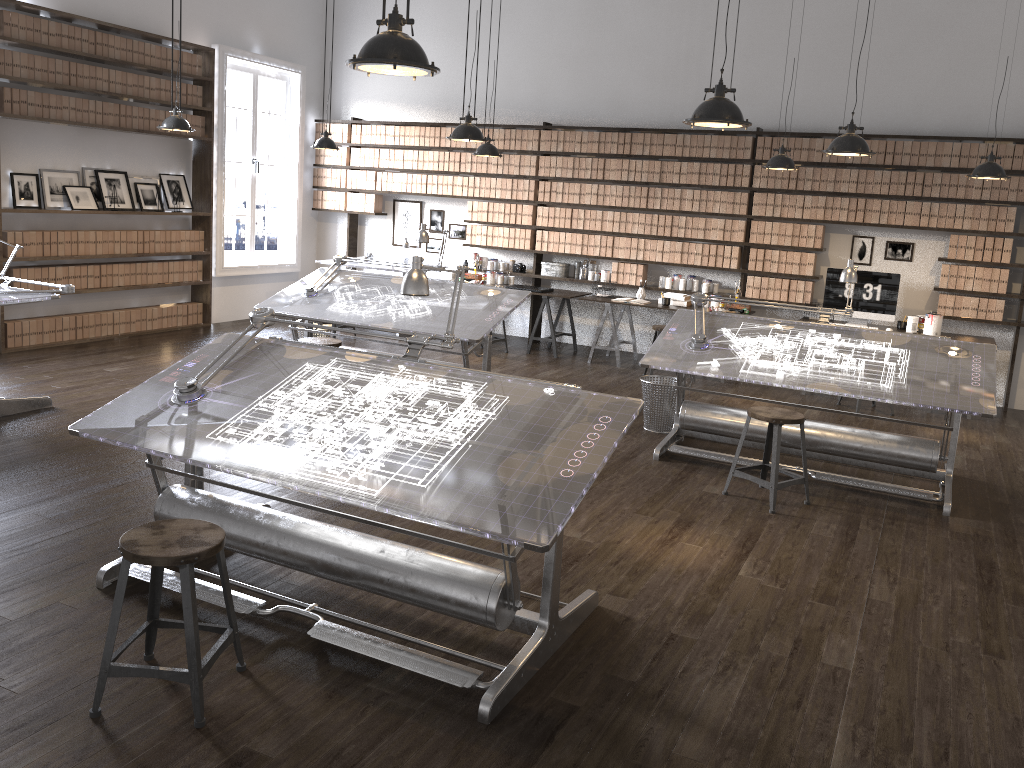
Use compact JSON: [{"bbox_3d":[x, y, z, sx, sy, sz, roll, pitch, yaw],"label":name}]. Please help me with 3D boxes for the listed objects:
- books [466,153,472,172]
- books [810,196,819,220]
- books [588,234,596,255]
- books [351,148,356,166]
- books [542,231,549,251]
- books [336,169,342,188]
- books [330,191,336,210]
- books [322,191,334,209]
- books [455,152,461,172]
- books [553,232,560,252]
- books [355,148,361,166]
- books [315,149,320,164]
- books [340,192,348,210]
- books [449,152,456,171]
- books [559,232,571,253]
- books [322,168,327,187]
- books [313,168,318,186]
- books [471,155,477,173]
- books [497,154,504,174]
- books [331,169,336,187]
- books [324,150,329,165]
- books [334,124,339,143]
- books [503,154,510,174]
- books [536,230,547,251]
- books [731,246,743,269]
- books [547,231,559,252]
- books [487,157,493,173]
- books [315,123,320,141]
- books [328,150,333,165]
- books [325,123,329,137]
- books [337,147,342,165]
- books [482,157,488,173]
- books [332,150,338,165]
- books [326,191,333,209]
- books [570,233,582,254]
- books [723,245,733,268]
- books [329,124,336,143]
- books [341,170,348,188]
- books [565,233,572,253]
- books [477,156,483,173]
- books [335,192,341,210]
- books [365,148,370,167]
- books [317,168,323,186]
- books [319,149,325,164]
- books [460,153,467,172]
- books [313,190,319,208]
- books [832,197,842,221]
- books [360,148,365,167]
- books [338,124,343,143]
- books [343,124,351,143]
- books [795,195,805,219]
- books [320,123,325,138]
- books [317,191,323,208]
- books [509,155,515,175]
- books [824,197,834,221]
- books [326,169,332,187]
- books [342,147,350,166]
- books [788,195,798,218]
[{"bbox_3d":[-0.462,-2.556,10.252,0.067,0.224,0.175,8,11,25],"label":"books"},{"bbox_3d":[2.969,-1.723,8.666,0.067,0.224,0.175,8,11,25],"label":"books"},{"bbox_3d":[0.899,-1.525,9.714,0.067,0.224,0.175,8,11,25],"label":"books"},{"bbox_3d":[-1.913,-2.796,10.940,0.067,0.224,0.175,8,11,25],"label":"books"},{"bbox_3d":[0.404,-1.606,9.945,0.067,0.224,0.175,8,11,25],"label":"books"},{"bbox_3d":[-2.119,-2.565,11.069,0.067,0.224,0.175,8,11,25],"label":"books"},{"bbox_3d":[-2.203,-2.304,11.141,0.067,0.224,0.175,8,11,25],"label":"books"},{"bbox_3d":[-2.315,-2.324,11.202,0.067,0.224,0.175,8,11,25],"label":"books"},{"bbox_3d":[-0.593,-2.577,10.313,0.067,0.224,0.175,8,11,25],"label":"books"},{"bbox_3d":[0.530,-1.586,9.888,0.067,0.224,0.175,8,11,25],"label":"books"},{"bbox_3d":[-1.850,-2.785,10.906,0.067,0.224,0.175,8,11,25],"label":"books"},{"bbox_3d":[-2.401,-2.883,11.173,0.067,0.224,0.175,8,11,25],"label":"books"},{"bbox_3d":[-2.071,-2.283,11.083,0.067,0.224,0.175,8,11,25],"label":"books"},{"bbox_3d":[-0.657,-2.589,10.350,0.067,0.224,0.175,8,11,25],"label":"books"},{"bbox_3d":[0.591,-1.575,9.855,0.067,0.224,0.175,8,11,25],"label":"books"},{"bbox_3d":[-2.312,-2.598,11.165,0.067,0.224,0.175,8,11,25],"label":"books"},{"bbox_3d":[-2.438,-2.617,11.218,0.067,0.224,0.175,8,11,25],"label":"books"},{"bbox_3d":[-0.397,-2.546,10.226,0.067,0.224,0.175,8,11,25],"label":"books"},{"bbox_3d":[-0.093,-2.495,10.077,0.067,0.224,0.175,8,11,25],"label":"books"},{"bbox_3d":[-2.184,-2.577,11.105,0.067,0.224,0.175,8,11,25],"label":"books"},{"bbox_3d":[-2.274,-2.861,11.110,0.067,0.224,0.175,8,11,25],"label":"books"},{"bbox_3d":[-2.137,-3.113,11.013,0.067,0.224,0.175,8,11,25],"label":"books"},{"bbox_3d":[-0.029,-2.485,10.051,0.067,0.224,0.175,8,11,25],"label":"books"},{"bbox_3d":[0.338,-1.616,9.973,0.067,0.224,0.175,8,11,25],"label":"books"},{"bbox_3d":[2.296,-1.293,9.050,0.067,0.224,0.175,8,11,25],"label":"books"},{"bbox_3d":[0.468,-1.596,9.919,0.067,0.224,0.175,8,11,25],"label":"books"},{"bbox_3d":[-0.213,-2.515,10.138,0.067,0.224,0.175,8,11,25],"label":"books"},{"bbox_3d":[-2.394,-3.154,11.129,0.067,0.224,0.175,8,11,25],"label":"books"},{"bbox_3d":[-2.217,-2.852,11.085,0.067,0.224,0.175,8,11,25],"label":"books"},{"bbox_3d":[-2.263,-3.133,11.070,0.067,0.224,0.175,8,11,25],"label":"books"},{"bbox_3d":[-2.096,-2.833,11.029,0.067,0.224,0.175,8,11,25],"label":"books"},{"bbox_3d":[-0.275,-2.524,10.162,0.067,0.224,0.175,8,11,25],"label":"books"},{"bbox_3d":[-2.159,-2.842,11.052,0.067,0.224,0.175,8,11,25],"label":"books"},{"bbox_3d":[-2.258,-2.314,11.172,0.067,0.224,0.175,8,11,25],"label":"books"},{"bbox_3d":[0.714,-1.555,9.800,0.067,0.224,0.175,8,11,25],"label":"books"},{"bbox_3d":[2.225,-1.305,9.082,0.067,0.224,0.175,8,11,25],"label":"books"},{"bbox_3d":[-2.198,-3.124,11.044,0.067,0.224,0.175,8,11,25],"label":"books"},{"bbox_3d":[-2.051,-2.555,11.042,0.067,0.224,0.175,8,11,25],"label":"books"},{"bbox_3d":[0.657,-1.564,9.825,0.067,0.224,0.175,8,11,25],"label":"books"},{"bbox_3d":[-0.333,-2.535,10.196,0.067,0.224,0.175,8,11,25],"label":"books"},{"bbox_3d":[-2.138,-2.294,11.110,0.067,0.224,0.175,8,11,25],"label":"books"},{"bbox_3d":[-1.726,-2.765,10.853,0.067,0.224,0.175,8,11,25],"label":"books"},{"bbox_3d":[-2.375,-2.608,11.195,0.067,0.224,0.175,8,11,25],"label":"books"},{"bbox_3d":[-2.340,-2.872,11.139,0.067,0.224,0.175,8,11,25],"label":"books"},{"bbox_3d":[-0.524,-2.567,10.287,0.067,0.224,0.175,8,11,25],"label":"books"},{"bbox_3d":[-2.449,-2.347,11.265,0.067,0.224,0.175,8,11,25],"label":"books"},{"bbox_3d":[3.154,-1.693,8.580,0.067,0.224,0.175,8,11,25],"label":"books"},{"bbox_3d":[-1.785,-2.774,10.876,0.067,0.224,0.175,8,11,25],"label":"books"},{"bbox_3d":[-2.075,-3.102,10.980,0.067,0.224,0.175,8,11,25],"label":"books"},{"bbox_3d":[-2.009,-3.092,10.951,0.067,0.224,0.175,8,11,25],"label":"books"},{"bbox_3d":[2.847,-1.742,8.720,0.067,0.224,0.175,8,11,25],"label":"books"},{"bbox_3d":[-2.329,-3.144,11.098,0.067,0.224,0.175,8,11,25],"label":"books"},{"bbox_3d":[-2.384,-2.335,11.228,0.067,0.224,0.175,8,11,25],"label":"books"},{"bbox_3d":[0.035,-2.475,10.023,0.067,0.224,0.175,8,11,25],"label":"books"},{"bbox_3d":[3.090,-1.703,8.610,0.067,0.224,0.175,8,11,25],"label":"books"},{"bbox_3d":[-2.250,-2.587,11.131,0.067,0.224,0.175,8,11,25],"label":"books"},{"bbox_3d":[-2.032,-2.822,10.999,0.067,0.224,0.175,8,11,25],"label":"books"},{"bbox_3d":[2.785,-1.753,8.753,0.067,0.224,0.175,8,11,25],"label":"books"}]
